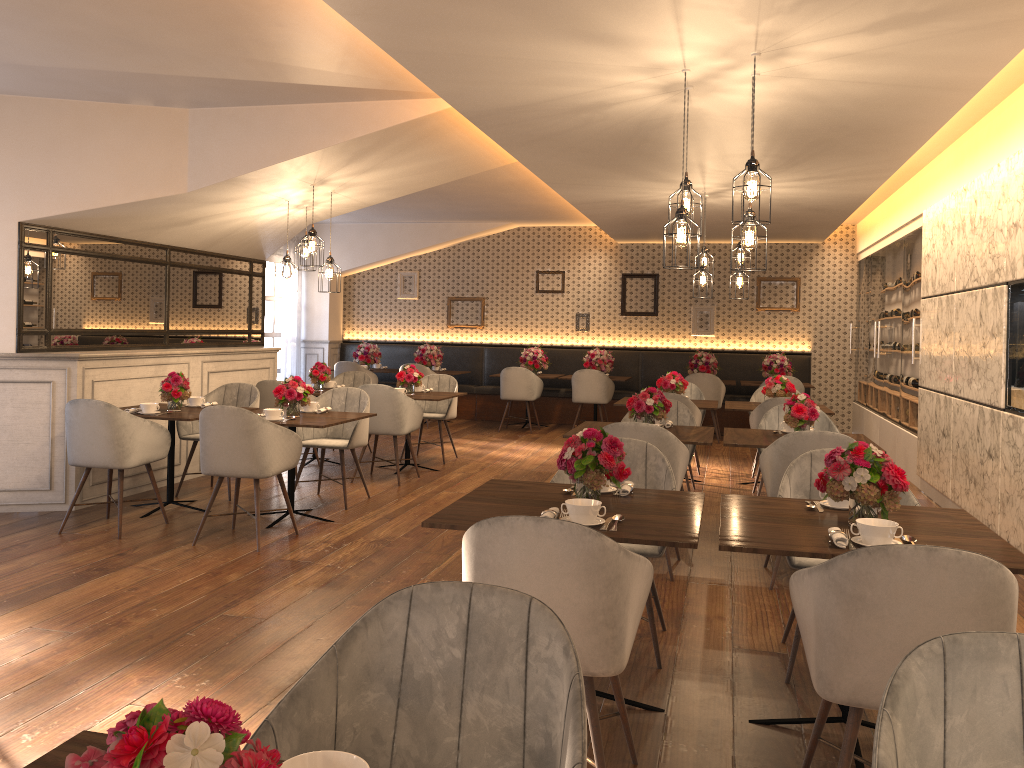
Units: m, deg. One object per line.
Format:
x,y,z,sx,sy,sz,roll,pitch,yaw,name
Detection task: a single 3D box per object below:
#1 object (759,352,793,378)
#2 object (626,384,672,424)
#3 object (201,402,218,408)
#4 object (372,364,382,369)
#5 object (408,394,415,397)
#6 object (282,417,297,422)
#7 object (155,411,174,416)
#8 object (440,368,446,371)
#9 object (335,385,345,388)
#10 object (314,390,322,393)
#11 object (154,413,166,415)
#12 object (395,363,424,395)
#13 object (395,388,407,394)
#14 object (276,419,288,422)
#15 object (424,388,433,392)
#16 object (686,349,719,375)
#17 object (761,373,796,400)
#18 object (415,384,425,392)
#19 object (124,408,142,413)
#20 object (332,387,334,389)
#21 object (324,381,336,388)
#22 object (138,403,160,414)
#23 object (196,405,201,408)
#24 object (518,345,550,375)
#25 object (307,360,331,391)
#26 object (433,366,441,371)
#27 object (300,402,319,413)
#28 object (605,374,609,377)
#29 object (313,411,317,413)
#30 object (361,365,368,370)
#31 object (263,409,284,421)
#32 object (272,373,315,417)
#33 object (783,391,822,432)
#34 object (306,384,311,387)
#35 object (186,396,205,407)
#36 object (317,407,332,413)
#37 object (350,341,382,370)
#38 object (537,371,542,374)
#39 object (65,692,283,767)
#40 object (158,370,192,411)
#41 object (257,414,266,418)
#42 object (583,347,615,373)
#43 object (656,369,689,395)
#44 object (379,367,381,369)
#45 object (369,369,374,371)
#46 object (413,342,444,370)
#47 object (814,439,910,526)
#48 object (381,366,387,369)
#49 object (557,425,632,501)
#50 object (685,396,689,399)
3.460,-0.214,11.570,0.419,0.425,0.406,0,2,-33,object
0.900,0.153,5.793,0.305,0.301,0.234,1,2,-9,object
-2.294,0.157,6.707,0.056,0.039,0.176,2,3,14,object
-2.026,-0.267,13.288,0.148,0.072,0.148,0,3,-29,object
-0.939,0.108,8.159,0.043,0.015,0.197,2,4,17,object
-1.489,0.237,5.904,0.043,0.015,0.197,2,4,17,object
-2.407,0.203,6.128,0.043,0.015,0.197,2,4,17,object
-1.015,-0.212,13.042,0.056,0.039,0.176,2,3,14,object
-1.743,0.028,8.962,0.056,0.039,0.176,2,3,14,object
-1.856,0.073,8.383,0.043,0.015,0.197,2,4,17,object
-2.432,0.207,6.141,0.022,0.004,0.211,2,4,14,object
-0.965,-0.052,8.417,0.234,0.301,0.305,2,2,33,object
-1.045,0.076,8.165,0.148,0.072,0.148,0,3,-19,object
-1.514,0.241,5.917,0.022,0.004,0.211,2,4,14,object
-0.825,0.062,8.738,0.056,0.039,0.176,2,3,14,object
2.545,-0.248,11.783,0.419,0.425,0.406,0,2,-34,object
2.402,0.051,7.946,0.305,0.301,0.234,3,2,35,object
-0.935,0.041,8.765,0.148,0.072,0.148,0,3,-19,object
-2.625,0.184,6.161,0.056,0.039,0.176,2,3,14,object
-1.779,0.034,8.961,0.025,0.024,0.193,2,4,14,object
-1.853,0.007,8.989,0.148,0.072,0.148,0,3,-19,object
-2.513,0.171,6.134,0.148,0.072,0.148,0,3,-19,object
-2.330,0.163,6.706,0.025,0.024,0.193,2,4,14,object
0.306,-0.336,12.419,0.419,0.425,0.406,0,2,-33,object
-1.880,-0.086,8.628,0.234,0.301,0.305,1,2,-11,object
-1.125,-0.233,13.069,0.148,0.072,0.148,0,3,-29,object
-1.486,0.170,6.510,0.148,0.072,0.148,0,3,-19,object
1.336,-0.124,12.468,0.056,0.039,0.176,2,3,14,object
-1.412,0.198,6.482,0.025,0.024,0.193,2,4,14,object
-2.135,-0.232,12.689,0.148,0.072,0.148,0,3,-29,object
-1.595,0.205,5.910,0.148,0.072,0.148,0,3,-19,object
-1.516,0.076,6.162,0.234,0.301,0.305,2,2,33,object
1.818,0.189,5.539,0.234,0.301,0.305,2,2,15,object
-1.963,0.042,8.389,0.148,0.072,0.148,0,3,-19,object
-2.404,0.136,6.734,0.148,0.072,0.148,0,3,-19,object
-1.376,0.191,6.483,0.056,0.039,0.176,2,3,14,object
-2.113,-0.421,12.923,0.419,0.425,0.406,0,2,-34,object
0.393,-0.159,12.698,0.056,0.039,0.176,2,3,14,object
-0.299,0.437,0.834,0.234,0.301,0.305,0,2,-29,object
-2.431,0.043,6.373,0.234,0.301,0.305,1,2,-11,object
-1.707,0.218,5.937,0.056,0.039,0.176,2,3,14,object
1.188,-0.298,12.101,0.420,0.425,0.406,2,2,16,object
1.488,0.015,8.202,0.305,0.301,0.234,1,2,-9,object
-1.951,-0.239,13.261,0.025,0.024,0.193,2,4,14,object
-2.029,-0.200,12.683,0.043,0.015,0.197,2,4,17,object
-1.193,-0.386,12.693,0.420,0.425,0.406,1,2,2,object
1.204,0.331,3.038,0.305,0.301,0.234,3,2,35,object
-1.915,-0.246,13.262,0.056,0.039,0.176,2,3,14,object
0.288,0.296,3.290,0.234,0.301,0.305,0,2,-44,object
1.656,0.136,8.444,0.056,0.039,0.176,2,3,14,object
